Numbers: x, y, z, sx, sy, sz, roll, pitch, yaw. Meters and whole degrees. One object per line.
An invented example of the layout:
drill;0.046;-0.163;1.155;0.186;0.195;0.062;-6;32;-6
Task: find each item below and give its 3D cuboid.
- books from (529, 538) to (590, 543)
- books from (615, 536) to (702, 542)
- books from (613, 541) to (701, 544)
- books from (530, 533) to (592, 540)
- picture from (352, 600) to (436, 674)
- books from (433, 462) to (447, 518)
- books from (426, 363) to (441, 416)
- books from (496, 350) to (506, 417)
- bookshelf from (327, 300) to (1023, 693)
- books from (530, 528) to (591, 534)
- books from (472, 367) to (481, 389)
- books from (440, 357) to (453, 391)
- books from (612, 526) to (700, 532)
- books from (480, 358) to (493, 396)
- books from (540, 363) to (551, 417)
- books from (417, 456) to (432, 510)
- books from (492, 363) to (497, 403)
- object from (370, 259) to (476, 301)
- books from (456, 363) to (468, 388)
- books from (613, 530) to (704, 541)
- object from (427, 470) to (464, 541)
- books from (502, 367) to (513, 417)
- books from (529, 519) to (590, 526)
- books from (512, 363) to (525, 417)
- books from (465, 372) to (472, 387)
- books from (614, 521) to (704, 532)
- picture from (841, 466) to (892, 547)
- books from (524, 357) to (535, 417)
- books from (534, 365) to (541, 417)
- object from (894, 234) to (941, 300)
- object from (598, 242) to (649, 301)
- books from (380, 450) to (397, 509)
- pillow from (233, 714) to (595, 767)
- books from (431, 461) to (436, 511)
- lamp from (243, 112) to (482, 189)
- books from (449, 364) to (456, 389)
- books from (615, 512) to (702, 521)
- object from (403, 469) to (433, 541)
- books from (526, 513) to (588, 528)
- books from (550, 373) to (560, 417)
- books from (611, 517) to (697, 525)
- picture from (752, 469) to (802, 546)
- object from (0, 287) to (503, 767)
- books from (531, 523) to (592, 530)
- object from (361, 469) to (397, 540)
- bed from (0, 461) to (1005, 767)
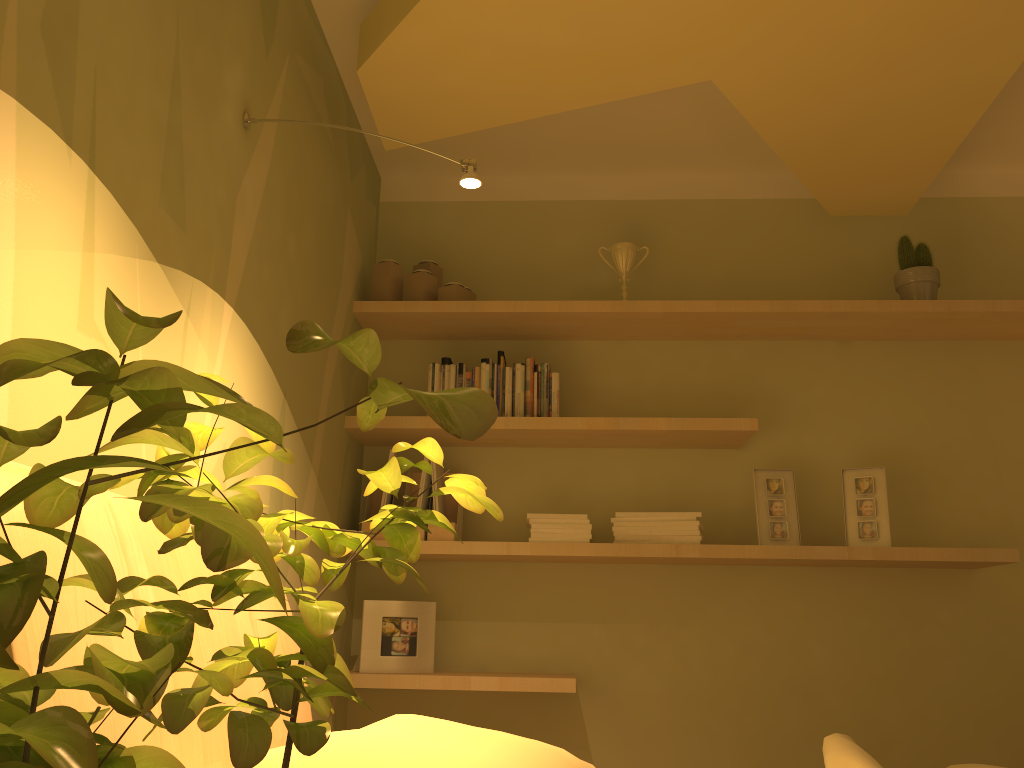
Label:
books;0.153;0.526;2.900;0.190;0.015;0.270;0;-16;3
books;0.477;0.511;2.883;0.270;0.015;0.190;-2;-16;11
books;0.476;0.526;2.879;0.270;0.015;0.190;-3;-16;13
books;0.153;0.511;2.904;0.190;0.015;0.270;1;-16;0
picture;-0.369;0.806;2.832;0.247;0.219;0.131;6;-16;-19
books;-0.237;0.385;2.953;0.043;0.296;0.210;0;-16;3
books;-0.261;0.047;3.050;0.040;0.203;0.157;0;-16;3
books;-0.037;0.026;3.044;0.021;0.247;0.157;0;-16;3
bookshelf;0.760;0.361;2.910;2.605;1.240;0.300;0;-16;3
books;0.162;0.498;2.911;0.190;0.015;0.270;0;-16;4
books;-0.118;0.054;3.046;0.032;0.193;0.146;0;-16;3
books;-0.225;0.037;3.060;0.032;0.229;0.138;0;-16;3
books;0.473;0.481;2.884;0.270;0.015;0.190;-3;-16;13
books;-0.084;0.040;3.038;0.038;0.217;0.166;0;-16;3
books;0.115;0.048;3.029;0.032;0.203;0.157;0;-16;3
books;-0.290;0.385;2.954;0.048;0.297;0.214;0;-16;3
books;-0.056;0.048;3.040;0.017;0.203;0.155;0;-16;3
object;-0.309;-0.353;3.158;0.349;0.229;0.234;0;-16;4
books;-0.171;0.047;3.045;0.032;0.203;0.157;0;-16;3
books;0.478;0.495;2.878;0.270;0.015;0.190;-3;-16;15
object;-0.217;0.405;2.946;0.087;0.259;0.236;0;-16;3
books;-0.011;0.055;3.026;0.032;0.184;0.173;0;-16;3
books;0.161;0.469;2.920;0.190;0.015;0.270;0;-16;5
books;0.025;0.048;3.034;0.040;0.203;0.157;0;-16;3
books;-0.145;0.062;3.039;0.021;0.172;0.157;0;-16;3
books;0.481;0.466;2.887;0.270;0.015;0.190;-3;-16;16
picture;1.162;0.412;2.885;0.134;0.264;0.171;-8;-18;29
books;0.062;0.038;3.044;0.032;0.229;0.138;0;-16;3
books;0.088;0.051;3.030;0.022;0.198;0.157;0;-16;3
object;1.392;-0.385;3.054;0.145;0.294;0.145;5;-16;-15
object;0.398;-0.363;3.146;0.160;0.268;0.095;9;-17;-25
books;-0.416;0.385;2.962;0.048;0.297;0.214;2;-16;-2
pillow;-0.111;0.616;1.300;0.482;0.213;0.801;-3;-16;13
books;-0.246;0.385;2.949;0.036;0.296;0.210;0;-16;3
lamp;-0.328;-0.517;1.942;0.533;0.178;0.050;0;-16;3
books;-0.199;0.050;3.046;0.022;0.198;0.157;0;-16;3
books;0.478;0.439;2.903;0.270;0.015;0.190;-1;-16;9
object;-0.313;0.405;2.951;0.087;0.259;0.236;0;-16;3
books;0.143;0.451;2.912;0.190;0.015;0.270;1;-16;1
books;0.145;0.065;3.012;0.032;0.163;0.178;0;-16;3
books;0.471;0.457;2.911;0.270;0.015;0.190;-3;-16;13
picture;0.862;0.422;2.942;0.134;0.264;0.171;0;-16;2
object;-0.181;0.386;0.523;0.372;0.944;0.828;2;-16;-3
books;0.161;0.482;2.909;0.190;0.015;0.270;0;-16;3
object;-0.439;0.404;2.958;0.087;0.259;0.236;2;-16;-2
bed;0.583;0.630;1.248;2.378;0.894;1.286;0;-16;3
